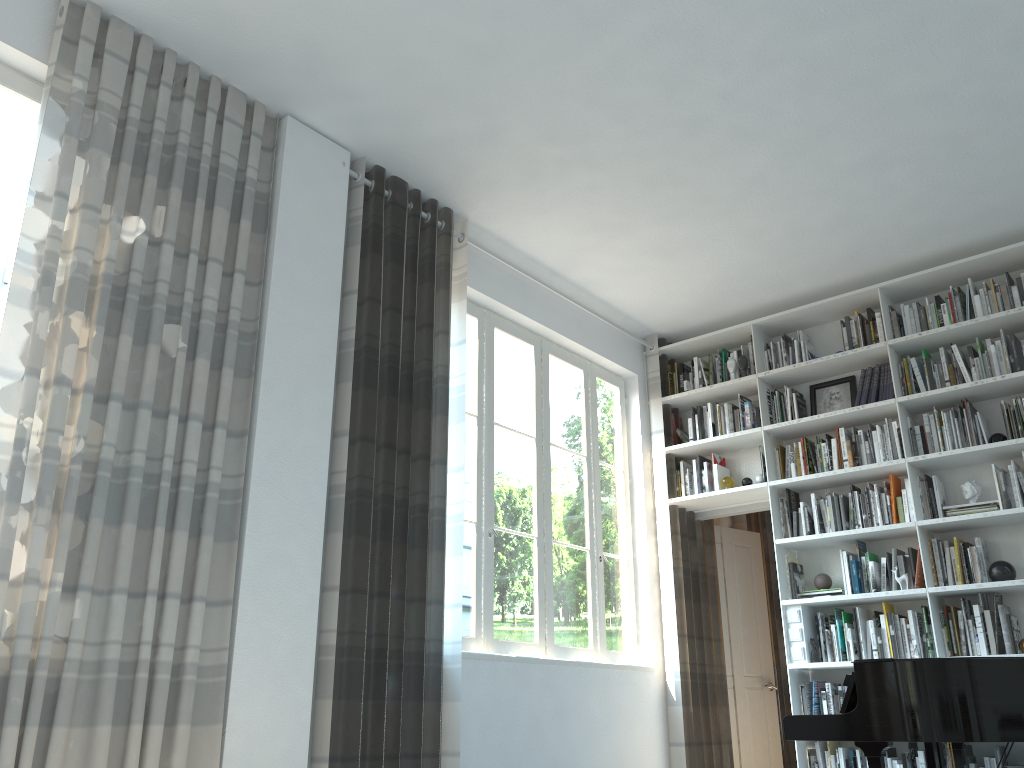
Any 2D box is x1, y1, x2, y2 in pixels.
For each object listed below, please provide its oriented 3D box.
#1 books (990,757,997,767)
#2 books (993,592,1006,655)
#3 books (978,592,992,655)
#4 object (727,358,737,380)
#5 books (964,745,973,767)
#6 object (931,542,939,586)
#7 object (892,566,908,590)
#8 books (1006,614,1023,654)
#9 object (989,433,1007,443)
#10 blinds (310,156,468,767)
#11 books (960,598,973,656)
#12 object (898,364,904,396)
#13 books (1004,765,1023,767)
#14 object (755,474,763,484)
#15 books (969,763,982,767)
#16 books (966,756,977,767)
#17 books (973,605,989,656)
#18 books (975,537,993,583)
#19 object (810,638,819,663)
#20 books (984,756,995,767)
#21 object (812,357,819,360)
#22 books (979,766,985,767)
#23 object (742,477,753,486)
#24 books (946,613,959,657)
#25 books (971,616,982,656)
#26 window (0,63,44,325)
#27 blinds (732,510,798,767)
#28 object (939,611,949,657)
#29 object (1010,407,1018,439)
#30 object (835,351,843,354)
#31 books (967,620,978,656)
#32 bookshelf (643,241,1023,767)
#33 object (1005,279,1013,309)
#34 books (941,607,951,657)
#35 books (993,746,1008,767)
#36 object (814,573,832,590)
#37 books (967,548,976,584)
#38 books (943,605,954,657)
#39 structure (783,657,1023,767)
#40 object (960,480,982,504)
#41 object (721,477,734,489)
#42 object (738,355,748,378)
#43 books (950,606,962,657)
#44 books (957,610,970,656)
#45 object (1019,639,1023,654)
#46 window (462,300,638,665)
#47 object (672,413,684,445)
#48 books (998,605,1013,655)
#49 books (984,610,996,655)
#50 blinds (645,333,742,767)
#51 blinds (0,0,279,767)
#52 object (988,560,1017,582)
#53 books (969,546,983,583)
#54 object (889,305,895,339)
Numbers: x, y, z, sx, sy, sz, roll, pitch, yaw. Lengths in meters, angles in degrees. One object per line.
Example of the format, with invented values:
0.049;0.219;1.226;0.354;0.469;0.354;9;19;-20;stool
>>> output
2.518;2.051;4.577;0.027;0.226;0.139;-16;-26;37;books
2.612;1.292;4.751;0.050;0.327;0.167;-16;-26;37;books
2.581;1.308;4.806;0.013;0.337;0.138;-16;-26;37;books
1.506;-0.083;6.050;0.067;0.197;0.067;3;-20;-8;object
2.418;2.054;4.667;0.012;0.284;0.160;-16;-26;37;books
2.431;1.044;5.041;0.012;0.269;0.131;-16;-26;37;object
2.188;1.097;4.993;0.082;0.139;0.044;-9;-22;22;object
2.669;1.336;4.703;0.023;0.211;0.160;-16;-26;37;books
2.725;0.323;4.967;0.097;0.098;0.097;0;-21;-2;object
-0.532;0.492;4.145;0.140;3.218;0.778;-16;-26;37;blinds
2.500;1.333;4.837;0.014;0.312;0.166;-16;-26;37;books
2.410;0.021;5.417;0.012;0.253;0.161;-16;-26;37;object
2.659;1.934;4.481;0.285;0.005;0.160;-19;-28;41;books
1.635;0.628;5.826;0.071;0.072;0.072;-6;-21;16;object
2.440;2.088;4.634;0.025;0.197;0.160;-16;-26;37;books
2.429;2.078;4.653;0.012;0.229;0.138;-16;-26;37;books
2.550;1.338;4.788;0.027;0.268;0.185;-16;-26;37;books
2.607;0.988;4.889;0.028;0.265;0.145;-16;-26;37;books
1.773;1.570;5.215;0.045;0.146;0.045;4;-21;-11;object
2.493;2.052;4.586;0.023;0.230;0.164;-16;-26;37;books
1.991;-0.134;5.794;0.082;0.083;0.083;-6;-21;16;object
2.465;2.084;4.603;0.053;0.183;0.148;-16;-26;37;books
1.566;0.658;5.904;0.071;0.072;0.072;-6;-21;16;object
2.443;1.385;4.870;0.030;0.238;0.157;-16;-26;37;books
2.533;1.369;4.795;0.021;0.214;0.172;-16;-26;37;books
-8.504;-1.152;21.164;32.868;18.464;18.570;-19;-27;40;window
1.999;1.576;7.019;0.140;3.218;0.778;-16;-26;37;blinds
2.415;1.393;4.911;0.012;0.253;0.161;-16;-26;37;object
2.834;0.253;4.966;0.010;0.224;0.142;-16;-26;37;object
2.112;-0.171;5.700;0.082;0.083;0.083;-6;-21;16;object
2.518;1.385;4.808;0.024;0.195;0.157;-16;-26;37;books
3.491;0.559;4.171;6.307;3.129;0.331;-17;-26;37;bookshelf
2.912;-0.470;5.150;0.010;0.245;0.157;-16;-26;37;object
2.424;1.380;4.906;0.013;0.274;0.147;-16;-26;37;books
2.538;2.019;4.571;0.027;0.281;0.129;-16;-26;37;books
1.896;1.208;5.404;0.105;0.106;0.106;-6;-21;16;object
2.563;1.023;4.899;0.011;0.207;0.180;-16;-26;37;books
2.428;1.371;4.893;0.013;0.282;0.147;-16;-26;37;books
2.262;1.500;3.449;1.921;0.829;1.337;-16;-26;37;structure
2.602;0.615;5.024;0.121;0.156;0.095;14;-25;-34;object
1.446;0.664;5.941;0.087;0.087;0.087;0;-21;-2;object
1.568;-0.102;6.002;0.067;0.197;0.067;3;-20;-8;object
2.454;1.363;4.857;0.012;0.271;0.181;-16;-26;37;books
2.480;1.370;4.843;0.042;0.247;0.163;-16;-26;37;books
2.705;1.375;4.640;0.091;0.091;0.091;-6;-21;16;object
0.197;0.625;5.324;0.073;2.001;1.987;-16;-26;37;window
1.186;0.359;6.355;0.035;0.294;0.176;-16;-26;37;object
2.640;1.314;4.715;0.027;0.260;0.163;-16;-26;37;books
2.592;1.347;4.771;0.029;0.240;0.136;-16;-26;37;books
1.248;1.254;6.166;0.140;3.218;0.778;-16;-26;37;blinds
-1.378;0.110;3.184;0.183;3.248;1.028;-16;-25;36;blinds
2.654;1.024;4.800;0.134;0.134;0.134;0;-21;-2;object
2.576;1.013;4.886;0.028;0.215;0.175;-16;-26;37;books
2.410;-0.336;5.549;0.012;0.284;0.160;-16;-26;37;object
